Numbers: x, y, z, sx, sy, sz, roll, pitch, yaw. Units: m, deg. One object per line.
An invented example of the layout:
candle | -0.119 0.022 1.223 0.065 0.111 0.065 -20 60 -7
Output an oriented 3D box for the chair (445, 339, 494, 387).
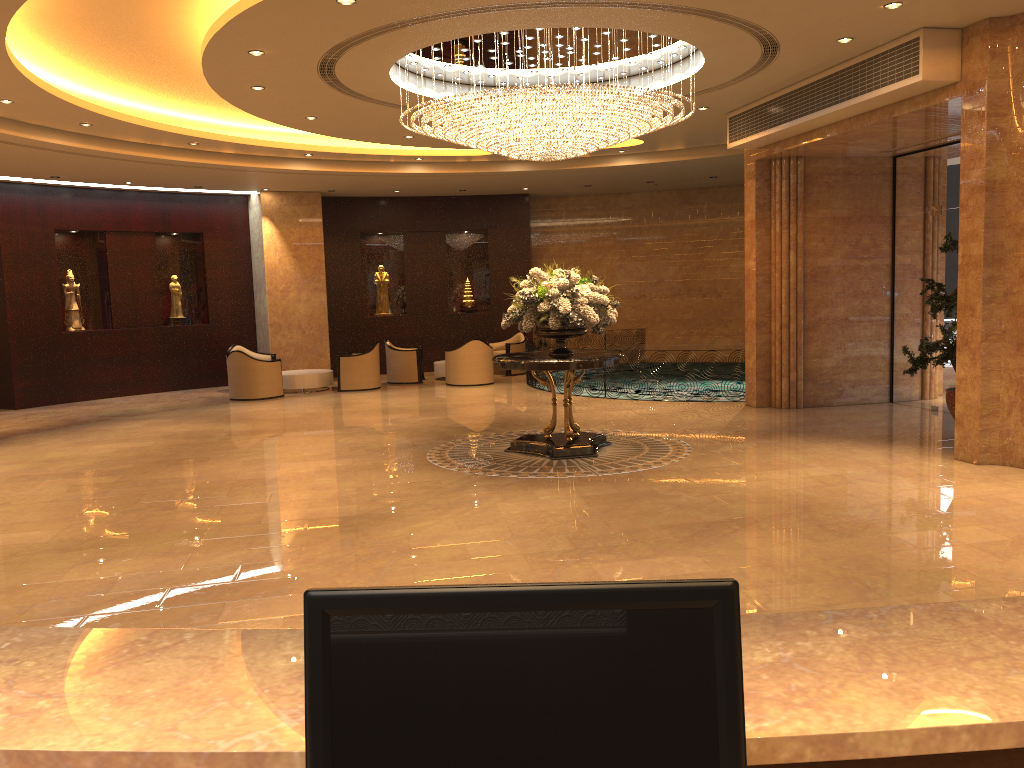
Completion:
chair | -0.799 -0.446 17.387 0.951 0.916 0.769 -4 6 -17

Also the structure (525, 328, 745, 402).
structure | 2.157 -0.412 17.531 3.815 0.995 7.624 -1 6 6

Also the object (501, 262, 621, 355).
object | 0.530 -0.829 9.954 1.277 0.999 1.318 0 6 18

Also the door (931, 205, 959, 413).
door | 5.907 -0.928 11.178 0.195 2.758 1.880 -3 6 -12

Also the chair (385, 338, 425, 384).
chair | -2.217 -0.495 18.278 0.769 0.916 0.951 -2 6 -2

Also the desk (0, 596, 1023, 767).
desk | -2.839 1.053 2.988 12.951 1.155 3.466 1 7 22

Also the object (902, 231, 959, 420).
object | 5.102 -0.580 10.064 1.250 2.363 0.843 -6 7 -31

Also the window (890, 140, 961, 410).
window | 5.895 -1.303 11.138 0.047 3.571 3.515 -3 6 -12

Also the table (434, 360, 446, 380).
table | -1.044 -0.300 18.724 1.196 0.354 1.196 0 6 15

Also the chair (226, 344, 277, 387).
chair | -5.286 -0.344 17.816 0.769 0.916 0.951 3 8 38

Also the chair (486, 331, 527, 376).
chair | -0.069 -0.680 19.335 0.769 0.916 0.951 -7 8 -37

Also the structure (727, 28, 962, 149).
structure | 3.657 -3.342 10.447 0.425 0.483 4.113 -3 6 -12

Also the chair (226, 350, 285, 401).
chair | -4.771 -0.190 16.229 0.951 0.916 0.769 1 7 23

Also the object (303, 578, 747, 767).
object | 0.019 0.525 1.216 0.531 0.500 0.430 3 8 38

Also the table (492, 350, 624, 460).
table | 0.538 0.205 10.091 1.493 1.089 1.493 -4 6 -19

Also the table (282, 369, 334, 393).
table | -4.114 -0.058 17.421 1.196 0.354 1.196 0 6 14

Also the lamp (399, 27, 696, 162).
lamp | 0.376 -3.060 9.725 3.206 1.196 3.204 1 7 25

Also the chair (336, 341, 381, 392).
chair | -2.952 -0.360 17.253 0.769 0.916 0.951 -2 6 3
